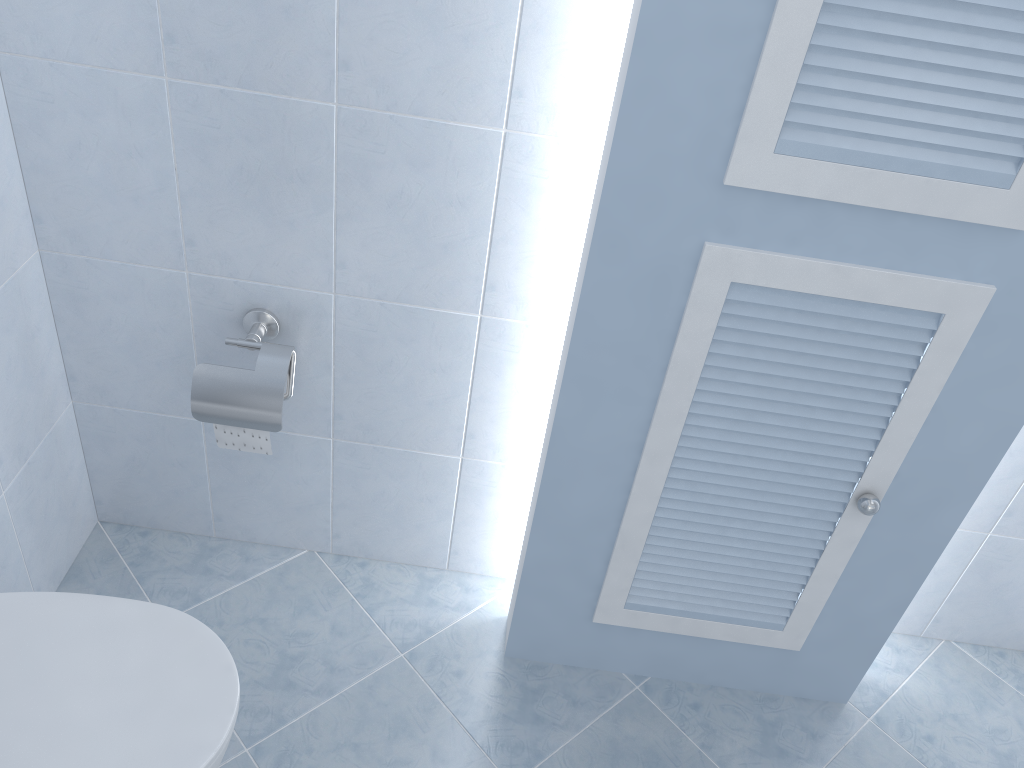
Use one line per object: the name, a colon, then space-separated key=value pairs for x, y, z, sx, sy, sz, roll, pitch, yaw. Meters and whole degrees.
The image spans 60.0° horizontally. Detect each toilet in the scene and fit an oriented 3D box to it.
toilet: x=-0.656 y=0.565 z=1.301 sx=0.519 sy=0.388 sz=0.337 roll=8 pitch=37 yaw=-1

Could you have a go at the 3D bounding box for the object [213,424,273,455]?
object: x=-0.463 y=0.044 z=1.558 sx=0.098 sy=0.151 sz=0.090 roll=8 pitch=37 yaw=-1

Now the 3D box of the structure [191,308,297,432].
structure: x=-0.458 y=-0.028 z=1.532 sx=0.170 sy=0.151 sz=0.154 roll=8 pitch=37 yaw=-1

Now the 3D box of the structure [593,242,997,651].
structure: x=0.403 y=0.168 z=1.429 sx=0.400 sy=0.813 sz=0.041 roll=8 pitch=37 yaw=-1

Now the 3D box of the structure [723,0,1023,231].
structure: x=0.521 y=-0.538 z=0.884 sx=0.400 sy=0.813 sz=0.041 roll=8 pitch=37 yaw=-1
